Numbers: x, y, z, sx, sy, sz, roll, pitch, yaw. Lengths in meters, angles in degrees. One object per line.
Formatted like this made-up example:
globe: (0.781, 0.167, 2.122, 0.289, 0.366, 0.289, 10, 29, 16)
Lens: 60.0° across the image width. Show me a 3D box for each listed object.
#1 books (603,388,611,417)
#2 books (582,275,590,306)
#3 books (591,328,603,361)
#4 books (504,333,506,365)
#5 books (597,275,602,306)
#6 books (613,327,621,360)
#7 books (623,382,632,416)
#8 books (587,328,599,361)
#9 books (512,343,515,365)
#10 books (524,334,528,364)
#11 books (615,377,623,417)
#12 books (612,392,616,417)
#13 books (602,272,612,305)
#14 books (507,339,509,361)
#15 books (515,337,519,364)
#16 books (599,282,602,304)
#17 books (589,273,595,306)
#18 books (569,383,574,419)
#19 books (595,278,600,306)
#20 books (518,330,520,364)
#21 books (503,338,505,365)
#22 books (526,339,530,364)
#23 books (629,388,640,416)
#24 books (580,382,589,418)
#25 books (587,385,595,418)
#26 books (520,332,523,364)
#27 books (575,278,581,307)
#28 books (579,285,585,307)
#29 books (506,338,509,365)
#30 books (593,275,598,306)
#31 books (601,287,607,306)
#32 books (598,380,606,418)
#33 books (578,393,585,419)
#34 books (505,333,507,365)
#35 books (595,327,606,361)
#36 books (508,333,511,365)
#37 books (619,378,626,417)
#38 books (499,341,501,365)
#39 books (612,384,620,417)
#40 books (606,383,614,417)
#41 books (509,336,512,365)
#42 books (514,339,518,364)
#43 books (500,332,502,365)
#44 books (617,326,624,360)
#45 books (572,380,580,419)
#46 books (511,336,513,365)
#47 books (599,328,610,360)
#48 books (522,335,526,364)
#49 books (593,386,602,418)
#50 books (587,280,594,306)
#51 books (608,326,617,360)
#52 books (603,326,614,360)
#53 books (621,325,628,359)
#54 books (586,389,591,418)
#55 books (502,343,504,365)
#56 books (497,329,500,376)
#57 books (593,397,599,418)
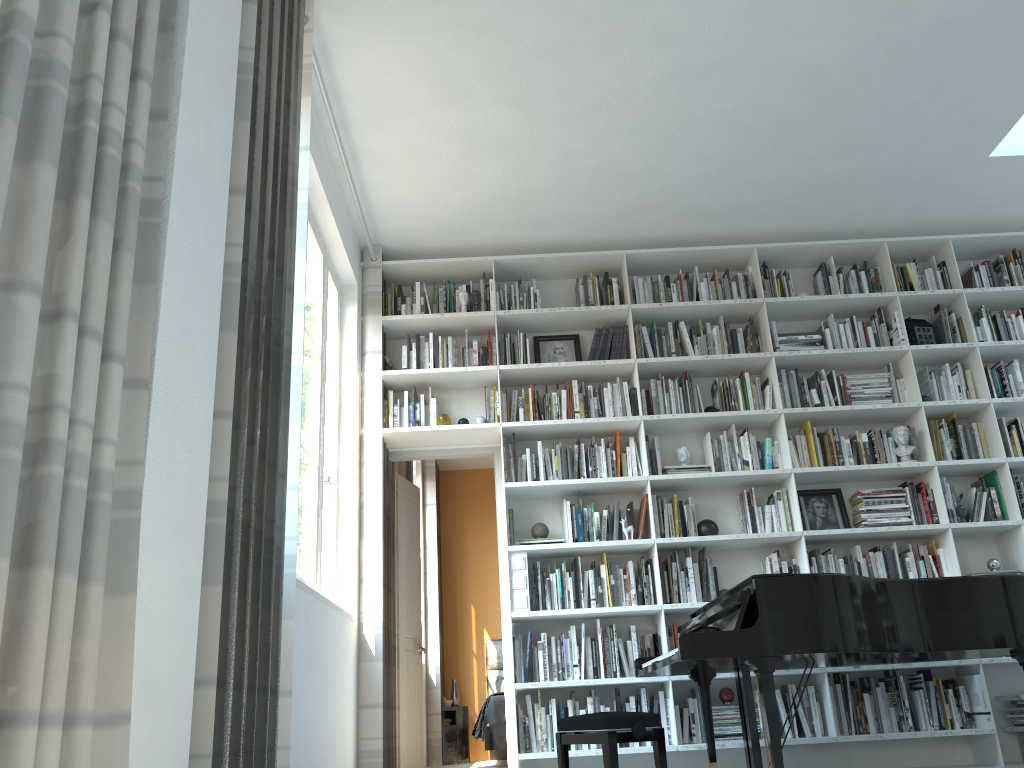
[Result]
books: (0.581, 0.161, 5.493, 0.030, 0.230, 0.173, -3, -21, -1)
books: (0.479, -0.540, 5.761, 0.024, 0.278, 0.188, -3, -21, -1)
books: (0.527, -0.190, 5.650, 0.110, 0.278, 0.175, -3, -21, -1)
books: (-0.042, -0.169, 5.630, 0.005, 0.276, 0.147, -3, -21, -1)
books: (0.561, -0.542, 5.761, 0.011, 0.273, 0.184, -3, -21, -1)
books: (0.658, -0.200, 5.659, 0.078, 0.284, 0.175, -3, -21, -1)
books: (0.707, 0.141, 5.503, 0.035, 0.262, 0.178, -3, -21, -1)
books: (0.505, -0.193, 5.642, 0.110, 0.278, 0.175, -3, -21, -1)
books: (0.010, -0.135, 5.638, 0.012, 0.213, 0.132, -3, -21, -1)
books: (0.089, -0.168, 5.620, 0.012, 0.253, 0.167, -3, -21, -1)
books: (0.661, 0.127, 5.498, 0.012, 0.289, 0.183, -3, -21, -1)
books: (0.626, 0.175, 5.501, 0.013, 0.205, 0.173, -3, -21, -1)
books: (0.618, -0.557, 5.760, 0.025, 0.296, 0.164, -3, -21, -1)
books: (-0.021, -0.148, 5.598, 0.004, 0.213, 0.187, -3, -21, -1)
books: (0.035, -0.159, 5.620, 0.019, 0.243, 0.154, -3, -21, -1)
books: (0.574, -0.523, 5.785, 0.013, 0.253, 0.130, -3, -21, -1)
books: (0.525, -0.552, 5.793, 0.014, 0.319, 0.137, -3, -21, -1)
books: (0.367, 0.152, 5.495, 0.023, 0.270, 0.187, -3, -21, -1)
books: (0.551, -0.537, 5.758, 0.010, 0.262, 0.157, -3, -21, -1)
books: (0.046, -0.177, 5.625, 0.005, 0.280, 0.191, -3, -21, -1)
books: (-0.046, -0.150, 5.624, 0.005, 0.237, 0.154, -3, -21, -1)
books: (0.102, -0.152, 5.605, 0.012, 0.213, 0.186, -3, -21, -1)
books: (0.745, 0.158, 5.469, 0.039, 0.201, 0.237, -3, -21, -1)
books: (0.450, 0.148, 5.516, 0.025, 0.285, 0.162, -3, -21, -1)
books: (0.490, 0.159, 5.515, 0.029, 0.259, 0.158, -3, -21, -1)
books: (0.060, -0.171, 5.613, 0.023, 0.257, 0.184, -3, -21, -1)
books: (0.433, -0.531, 5.776, 0.013, 0.276, 0.151, -3, -21, -1)
books: (0.454, -0.509, 5.755, 0.028, 0.217, 0.153, -3, -21, -1)
books: (-0.028, -0.151, 5.610, 0.009, 0.227, 0.185, -3, -21, -1)
books: (0.539, -0.541, 5.772, 0.013, 0.282, 0.167, -3, -21, -1)
books: (0.595, -0.503, 5.751, 0.027, 0.189, 0.178, -3, -21, -1)
books: (0.559, 0.141, 5.506, 0.012, 0.279, 0.189, -3, -21, -1)
books: (0.425, 0.182, 5.474, 0.029, 0.194, 0.192, -3, -21, -1)
books: (-0.037, -0.173, 5.635, 0.006, 0.288, 0.144, -3, -21, -1)
books: (0.550, -0.198, 5.634, 0.110, 0.278, 0.175, -3, -21, -1)
books: (-0.016, -0.165, 5.619, 0.009, 0.259, 0.184, -3, -21, -1)
books: (0.678, 0.131, 5.509, 0.022, 0.288, 0.170, -3, -21, -1)
books: (-0.075, -0.139, 5.641, 0.006, 0.232, 0.136, -3, -21, -1)
books: (0.643, 0.150, 5.520, 0.024, 0.265, 0.155, -3, -21, -1)
books: (0.607, 0.145, 5.499, 0.022, 0.262, 0.175, -3, -21, -1)
books: (-0.006, -0.157, 5.626, 0.010, 0.248, 0.166, -3, -21, -1)
books: (0.024, -0.150, 5.606, 0.018, 0.218, 0.187, -3, -21, -1)
books: (-0.068, -0.172, 5.628, 0.006, 0.286, 0.149, -3, -21, -1)
books: (0.681, -0.203, 5.655, 0.078, 0.284, 0.175, -3, -21, -1)
books: (0.393, 0.142, 5.493, 0.030, 0.284, 0.186, -3, -21, -1)
books: (0.001, -0.164, 5.605, 0.004, 0.245, 0.189, -3, -21, -1)
books: (0.573, -0.193, 5.651, 0.110, 0.278, 0.175, -3, -21, -1)
books: (0.077, -0.164, 5.620, 0.011, 0.249, 0.168, -3, -21, -1)
books: (0.537, 0.158, 5.519, 0.035, 0.259, 0.131, -3, -21, -1)
books: (0.506, -0.528, 5.755, 0.028, 0.248, 0.156, -3, -21, -1)
books: (0.635, -0.201, 5.654, 0.078, 0.284, 0.175, -3, -21, -1)
books: (0.602, -0.204, 5.634, 0.097, 0.281, 0.175, -3, -21, -1)
books: (0.703, -0.209, 5.642, 0.078, 0.284, 0.175, -3, -21, -1)
books: (0.470, 0.168, 5.496, 0.013, 0.231, 0.172, -3, -21, -1)
books: (-0.055, -0.133, 5.618, 0.015, 0.206, 0.173, -3, -21, -1)
books: (-0.083, -0.179, 5.620, 0.005, 0.291, 0.184, -3, -21, -1)
books: (0.517, 0.192, 5.501, 0.022, 0.185, 0.137, -3, -21, -1)
